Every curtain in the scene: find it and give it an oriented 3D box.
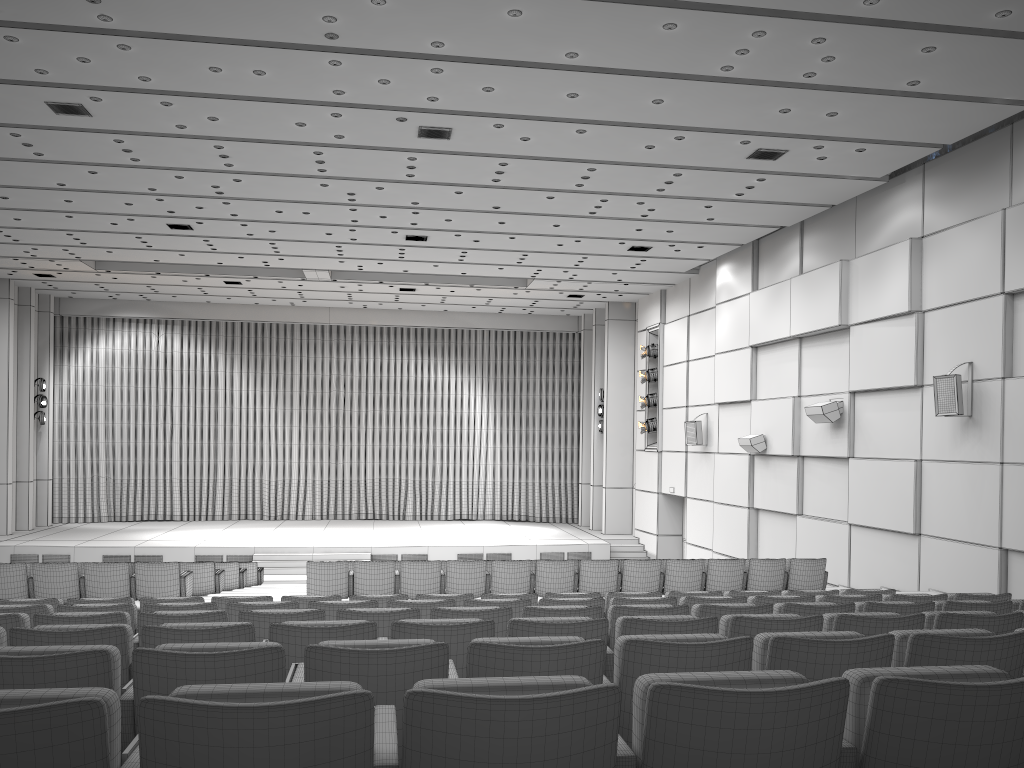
[{"bbox_3d":[-5.681,1.088,27.923,16.134,6.517,1.430,1,0,-8],"label":"curtain"}]

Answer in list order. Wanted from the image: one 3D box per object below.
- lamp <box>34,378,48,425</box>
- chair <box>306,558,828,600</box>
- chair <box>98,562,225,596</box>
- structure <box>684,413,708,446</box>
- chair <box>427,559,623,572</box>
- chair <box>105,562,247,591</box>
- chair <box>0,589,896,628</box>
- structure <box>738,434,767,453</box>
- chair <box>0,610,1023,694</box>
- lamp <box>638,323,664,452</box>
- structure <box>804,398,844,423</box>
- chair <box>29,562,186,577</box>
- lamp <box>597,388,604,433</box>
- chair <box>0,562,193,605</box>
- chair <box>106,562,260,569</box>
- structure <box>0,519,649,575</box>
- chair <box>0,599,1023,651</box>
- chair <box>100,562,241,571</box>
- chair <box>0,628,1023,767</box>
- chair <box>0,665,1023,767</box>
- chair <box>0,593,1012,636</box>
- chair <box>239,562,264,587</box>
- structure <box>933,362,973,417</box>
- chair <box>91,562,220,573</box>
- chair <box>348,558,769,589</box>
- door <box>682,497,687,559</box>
[{"bbox_3d":[-13.158,0.485,24.569,0.436,1.477,0.385,1,0,-4],"label":"lamp"},{"bbox_3d":[0.802,2.484,11.117,6.602,0.621,0.613,1,-2,-8],"label":"chair"},{"bbox_3d":[-7.413,2.734,12.130,6.601,0.621,0.613,1,-2,-8],"label":"chair"},{"bbox_3d":[4.191,1.030,20.098,0.409,0.744,0.411,0,-1,39],"label":"structure"},{"bbox_3d":[0.477,2.922,13.295,6.601,0.621,0.613,1,-2,-8],"label":"chair"},{"bbox_3d":[-7.738,3.172,14.308,6.601,0.621,0.613,1,-2,-8],"label":"chair"},{"bbox_3d":[-3.021,2.031,7.296,13.202,0.621,0.613,1,-2,-8],"label":"chair"},{"bbox_3d":[4.770,1.141,17.389,0.471,0.417,0.520,1,-2,-11],"label":"structure"},{"bbox_3d":[-2.506,1.376,4.032,13.753,0.621,0.613,1,-2,-8],"label":"chair"},{"bbox_3d":[3.723,0.117,23.262,0.756,3.339,1.022,1,0,-13],"label":"lamp"},{"bbox_3d":[5.277,0.450,14.901,0.471,0.417,0.520,1,-2,-13],"label":"structure"},{"bbox_3d":[-7.233,2.516,11.043,6.051,0.621,0.613,1,-2,-8],"label":"chair"},{"bbox_3d":[2.707,0.783,25.704,0.437,1.477,0.385,1,0,-12],"label":"lamp"},{"bbox_3d":[-7.087,2.297,9.952,6.601,0.621,0.613,1,-2,-8],"label":"chair"},{"bbox_3d":[-8.175,3.829,17.590,6.051,0.621,0.613,1,-2,-8],"label":"chair"},{"bbox_3d":[-5.229,4.578,24.845,17.823,0.845,8.329,1,-4,-8],"label":"structure"},{"bbox_3d":[-2.695,1.594,5.117,13.202,0.621,0.613,1,-2,-8],"label":"chair"},{"bbox_3d":[-7.884,3.391,15.400,6.051,0.621,0.613,1,-2,-8],"label":"chair"},{"bbox_3d":[-2.370,1.157,2.939,13.202,0.621,0.613,1,-2,-8],"label":"chair"},{"bbox_3d":[-2.181,0.939,1.854,13.753,0.621,0.613,1,-2,-8],"label":"chair"},{"bbox_3d":[-2.831,1.813,6.211,13.753,0.621,0.613,1,-2,-8],"label":"chair"},{"bbox_3d":[-8.063,3.609,16.487,6.601,0.621,0.613,1,-2,-8],"label":"chair"},{"bbox_3d":[5.919,0.070,11.875,0.409,0.744,0.411,0,-1,39],"label":"structure"},{"bbox_3d":[-7.558,2.953,13.222,6.051,0.621,0.613,1,-2,-8],"label":"chair"},{"bbox_3d":[0.657,2.703,12.209,6.051,0.621,0.613,1,-2,-8],"label":"chair"},{"bbox_3d":[4.528,3.875,22.112,0.085,2.176,1.700,1,-1,-8],"label":"door"}]
